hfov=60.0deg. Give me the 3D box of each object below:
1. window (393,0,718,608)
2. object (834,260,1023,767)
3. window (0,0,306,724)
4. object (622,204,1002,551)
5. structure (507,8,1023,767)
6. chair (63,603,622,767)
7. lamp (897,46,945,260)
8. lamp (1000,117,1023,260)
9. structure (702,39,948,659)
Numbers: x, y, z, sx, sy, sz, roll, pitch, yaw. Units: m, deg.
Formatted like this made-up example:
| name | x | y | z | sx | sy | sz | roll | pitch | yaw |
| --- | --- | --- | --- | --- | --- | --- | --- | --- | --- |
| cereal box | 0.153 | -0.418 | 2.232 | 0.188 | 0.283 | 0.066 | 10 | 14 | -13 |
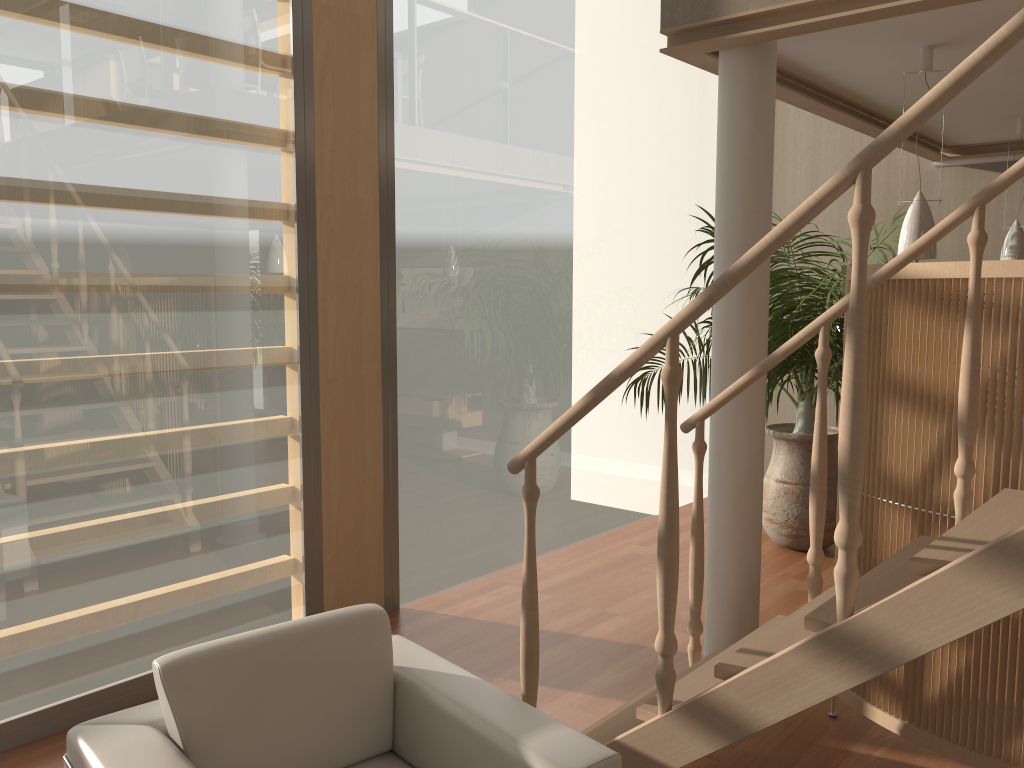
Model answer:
| name | x | y | z | sx | sy | sz | roll | pitch | yaw |
| --- | --- | --- | --- | --- | --- | --- | --- | --- | --- |
| window | 0.513 | -1.414 | 5.402 | 0.020 | 5.200 | 3.340 | 5 | 8 | 40 |
| object | 1.882 | 0.444 | 2.320 | 0.233 | 1.542 | 2.229 | -6 | 8 | -44 |
| window | -1.595 | -0.416 | 2.981 | 0.020 | 3.100 | 2.095 | 5 | 8 | 40 |
| object | 1.757 | 0.066 | 5.386 | 2.109 | 2.304 | 2.157 | 4 | 7 | 33 |
| structure | 1.476 | -0.417 | 1.691 | 3.150 | 3.578 | 1.000 | 5 | 8 | 40 |
| chair | -0.386 | 0.978 | 1.964 | 0.900 | 0.740 | 0.905 | -5 | 8 | -40 |
| lamp | 1.581 | -0.885 | 3.421 | 0.139 | 0.800 | 0.139 | -4 | 7 | -35 |
| lamp | 2.715 | -1.020 | 4.756 | 0.139 | 0.800 | 0.139 | 2 | 6 | 14 |
| structure | 3.096 | 0.263 | 0.221 | 10.775 | 2.533 | 8.342 | 5 | 8 | 40 |
